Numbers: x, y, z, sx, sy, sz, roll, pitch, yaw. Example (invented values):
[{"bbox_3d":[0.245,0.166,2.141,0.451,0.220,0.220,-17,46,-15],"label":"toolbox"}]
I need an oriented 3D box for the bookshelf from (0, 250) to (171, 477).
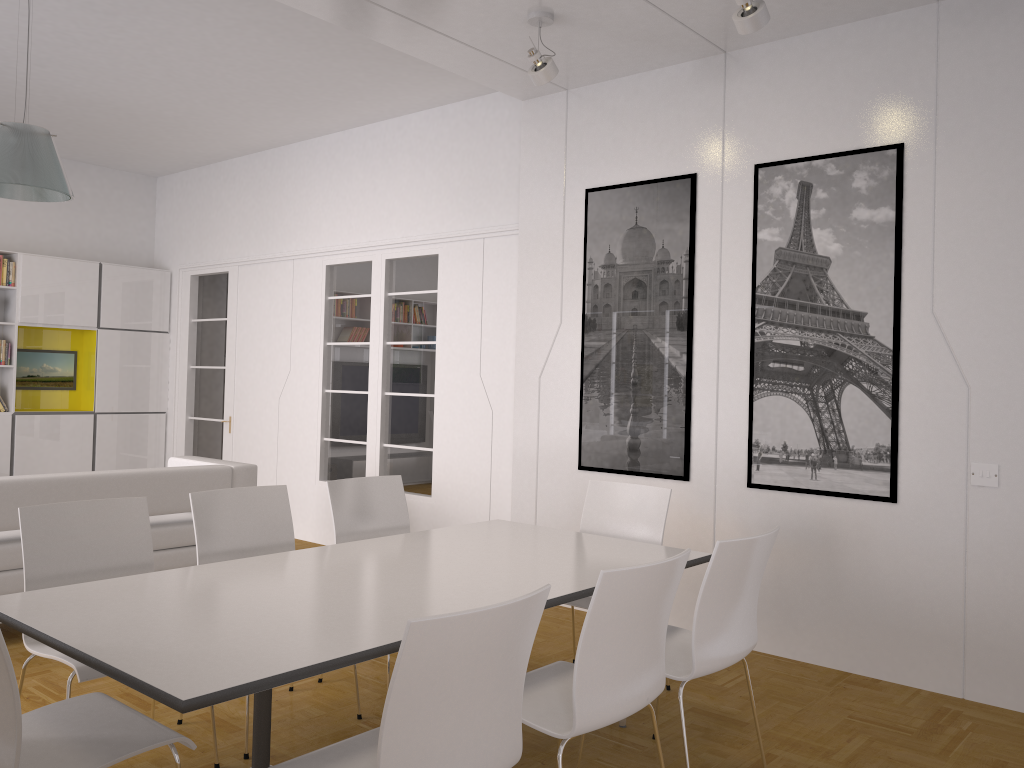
[{"bbox_3d":[-5.452,0.012,7.293,0.389,2.480,5.363,1,-1,40],"label":"bookshelf"}]

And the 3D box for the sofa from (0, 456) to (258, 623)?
[{"bbox_3d":[-2.779,0.899,4.897,0.822,0.849,2.621,1,0,40],"label":"sofa"}]

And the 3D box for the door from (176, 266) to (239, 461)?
[{"bbox_3d":[-3.010,0.088,8.758,1.009,2.455,0.139,1,-1,40],"label":"door"}]

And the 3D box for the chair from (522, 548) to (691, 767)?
[{"bbox_3d":[0.198,0.961,2.693,0.575,0.931,0.561,1,-1,40],"label":"chair"}]

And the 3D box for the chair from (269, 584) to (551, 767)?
[{"bbox_3d":[-0.255,0.950,2.158,0.575,0.931,0.561,1,-1,40],"label":"chair"}]

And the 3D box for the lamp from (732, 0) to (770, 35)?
[{"bbox_3d":[1.042,-1.705,3.873,0.173,0.364,0.167,2,-1,-7],"label":"lamp"}]

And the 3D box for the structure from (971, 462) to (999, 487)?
[{"bbox_3d":[2.190,0.421,4.109,0.114,0.104,0.013,1,-1,40],"label":"structure"}]

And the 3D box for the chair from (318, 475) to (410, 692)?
[{"bbox_3d":[-0.556,0.935,4.213,0.575,0.931,0.561,1,-1,40],"label":"chair"}]

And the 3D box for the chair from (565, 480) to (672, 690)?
[{"bbox_3d":[0.409,0.955,4.174,0.561,0.931,0.575,1,-1,40],"label":"chair"}]

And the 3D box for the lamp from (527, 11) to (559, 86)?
[{"bbox_3d":[0.159,-1.732,4.621,0.173,0.364,0.167,2,-1,-7],"label":"lamp"}]

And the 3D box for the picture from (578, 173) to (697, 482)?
[{"bbox_3d":[0.740,-0.339,5.358,0.787,1.781,0.013,1,-1,40],"label":"picture"}]

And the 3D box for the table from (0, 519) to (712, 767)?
[{"bbox_3d":[-0.397,1.043,3.195,1.211,0.722,2.410,1,0,40],"label":"table"}]

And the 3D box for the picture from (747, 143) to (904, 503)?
[{"bbox_3d":[1.610,-0.313,4.619,0.787,1.781,0.016,1,-1,40],"label":"picture"}]

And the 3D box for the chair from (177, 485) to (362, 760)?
[{"bbox_3d":[-1.008,0.924,3.678,0.575,0.931,0.561,1,-1,40],"label":"chair"}]

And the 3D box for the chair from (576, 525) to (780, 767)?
[{"bbox_3d":[0.624,0.971,3.197,0.575,0.931,0.561,1,-1,40],"label":"chair"}]

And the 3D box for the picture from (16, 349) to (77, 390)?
[{"bbox_3d":[-4.514,-0.136,8.558,0.007,0.388,0.608,1,-1,40],"label":"picture"}]

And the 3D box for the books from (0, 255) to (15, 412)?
[{"bbox_3d":[-5.891,-0.499,6.713,0.235,1.456,3.860,1,-1,40],"label":"books"}]

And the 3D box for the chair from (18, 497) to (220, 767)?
[{"bbox_3d":[-1.435,0.914,3.174,0.575,0.931,0.561,1,-1,40],"label":"chair"}]

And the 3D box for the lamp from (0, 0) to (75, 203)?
[{"bbox_3d":[-2.315,-1.531,4.217,0.464,1.250,0.464,1,-1,40],"label":"lamp"}]

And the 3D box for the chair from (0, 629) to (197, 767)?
[{"bbox_3d":[-1.196,0.923,2.276,0.561,0.931,0.575,1,-1,40],"label":"chair"}]

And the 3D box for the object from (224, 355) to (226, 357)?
[{"bbox_3d":[-2.762,0.330,9.756,0.885,2.005,0.589,2,-1,-29],"label":"object"}]
